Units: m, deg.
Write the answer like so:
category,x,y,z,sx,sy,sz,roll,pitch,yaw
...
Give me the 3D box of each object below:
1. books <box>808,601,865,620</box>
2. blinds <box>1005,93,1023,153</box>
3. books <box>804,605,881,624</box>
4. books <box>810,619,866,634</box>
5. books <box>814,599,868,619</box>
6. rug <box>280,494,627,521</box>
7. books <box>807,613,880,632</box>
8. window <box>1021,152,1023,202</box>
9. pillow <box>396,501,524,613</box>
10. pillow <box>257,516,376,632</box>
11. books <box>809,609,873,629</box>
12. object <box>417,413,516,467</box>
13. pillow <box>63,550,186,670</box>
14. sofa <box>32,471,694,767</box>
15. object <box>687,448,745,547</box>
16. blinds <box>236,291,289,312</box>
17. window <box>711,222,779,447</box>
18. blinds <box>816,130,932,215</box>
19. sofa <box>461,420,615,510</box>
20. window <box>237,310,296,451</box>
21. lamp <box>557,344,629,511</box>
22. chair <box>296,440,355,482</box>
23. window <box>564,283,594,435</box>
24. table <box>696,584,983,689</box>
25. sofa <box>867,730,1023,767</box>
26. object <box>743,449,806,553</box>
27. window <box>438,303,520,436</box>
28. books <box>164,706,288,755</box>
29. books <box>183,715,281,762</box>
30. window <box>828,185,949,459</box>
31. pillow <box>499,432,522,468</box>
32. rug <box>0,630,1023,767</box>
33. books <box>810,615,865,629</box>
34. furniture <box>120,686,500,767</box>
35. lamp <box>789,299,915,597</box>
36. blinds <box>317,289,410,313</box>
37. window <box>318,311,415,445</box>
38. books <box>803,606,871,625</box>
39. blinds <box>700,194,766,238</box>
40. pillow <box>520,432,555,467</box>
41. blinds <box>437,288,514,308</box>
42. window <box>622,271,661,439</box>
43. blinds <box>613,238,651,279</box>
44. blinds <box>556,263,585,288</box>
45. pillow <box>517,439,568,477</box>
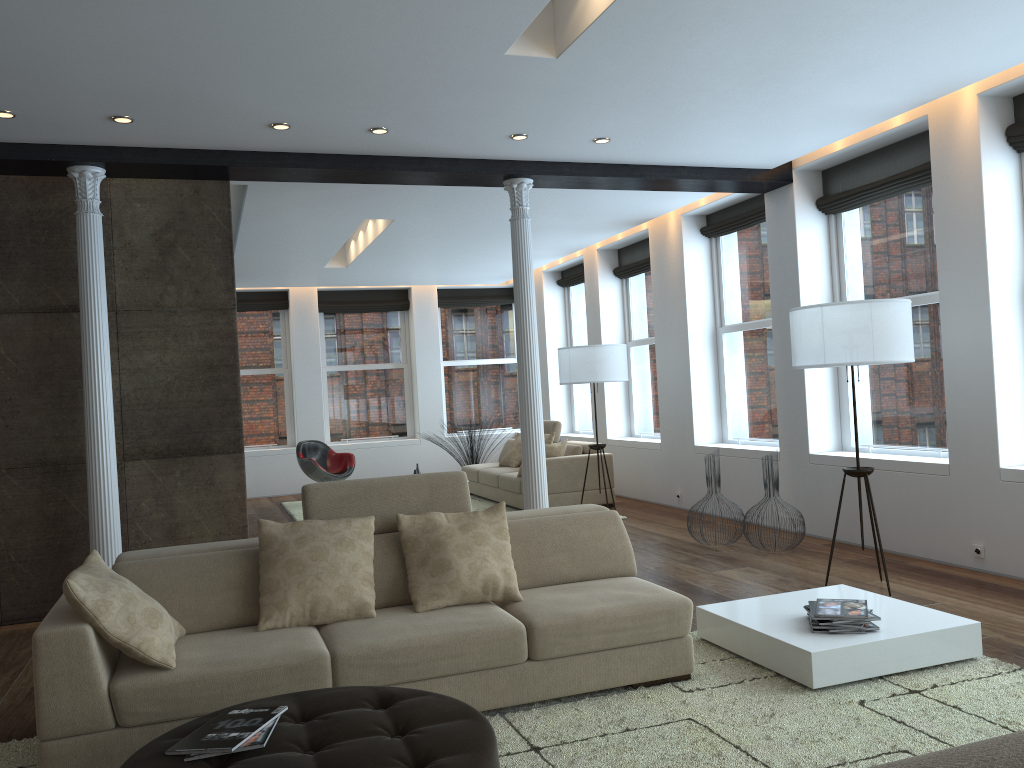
category,x,y,z,sx,sy,sz,roll,pitch,yaw
books,1.460,1.021,4.003,0.220,0.010,0.300,-3,-1,16
blinds,3.405,-1.639,4.922,0.156,0.424,1.439,-3,-1,-19
books,1.485,1.030,3.996,0.220,0.010,0.300,-3,-1,-4
books,1.464,1.079,4.003,0.220,0.010,0.300,-3,-1,16
books,1.484,1.010,3.997,0.220,0.010,0.300,-3,-1,21
rug,-0.963,1.456,10.261,2.972,0.020,4.231,-3,-1,-19
books,1.487,1.068,3.996,0.220,0.010,0.300,-3,-1,1
window,3.519,-0.636,4.935,0.123,2.400,1.442,-3,-1,-19
pillow,-0.243,0.776,4.030,0.519,0.416,0.368,-3,-1,-15
pillow,-0.837,0.797,3.837,0.534,0.439,0.301,-3,-1,-16
books,1.486,1.049,3.996,0.220,0.010,0.300,-4,-1,31
object,-0.586,0.938,12.305,1.119,1.014,1.125,-3,-1,-33
pillow,-1.475,0.850,3.362,0.395,0.393,0.518,-3,-1,-16
sofa,-0.586,0.913,3.906,2.581,0.950,1.021,-3,-1,-19
object,1.629,0.902,7.138,0.458,0.781,0.458,-3,-1,-20
blinds,-3.990,-1.202,12.948,1.412,0.307,0.156,-3,-1,-19
window,2.324,-0.538,8.380,0.123,2.400,1.391,-3,-1,-19
blinds,2.787,-1.595,6.653,0.183,0.395,1.431,-3,-1,-19
sofa,0.211,0.928,10.663,1.018,0.950,2.581,-3,-1,-19
window,-3.966,-0.143,13.025,1.420,2.400,0.123,-3,-1,-19
lamp,0.857,0.484,8.973,0.698,1.728,0.698,-3,-1,5
chair,-2.402,1.132,11.508,0.810,0.818,0.669,-3,-1,-40
window,1.057,-0.434,12.028,0.123,2.400,1.444,-3,-1,-19
table,1.501,1.169,4.187,0.900,0.170,0.900,-3,-1,-19
sofa,0.380,0.834,1.123,2.581,0.950,1.021,-3,-1,-19
object,1.987,0.879,6.769,0.458,0.781,0.458,-3,-1,-20
window,-0.506,-0.327,14.224,1.474,2.400,0.123,-3,-1,-19
books,-0.826,1.008,2.588,0.220,0.040,0.301,-3,-1,16
books,-0.800,1.014,2.581,0.219,0.031,0.300,-3,-1,-4
window,2.917,-0.587,6.669,0.123,2.400,1.432,-3,-1,-19
pillow,0.083,0.820,11.014,0.368,0.416,0.519,-3,-1,-24
rug,0.277,1.320,2.803,4.231,0.020,2.972,-3,-1,-19
books,1.462,1.060,4.003,0.220,0.010,0.300,-3,-1,16
furniture,-0.557,1.177,2.492,1.057,0.355,1.057,-3,-1,-17
lamp,2.099,0.383,5.395,0.698,1.728,0.698,-3,-1,5
blinds,-2.277,-1.265,13.544,1.422,0.363,0.156,-3,-1,-19
window,-2.250,-0.234,13.624,1.420,2.400,0.123,-3,-1,-19
books,1.461,1.041,4.003,0.220,0.010,0.300,-3,-1,6
blinds,2.204,-1.607,8.370,0.156,0.275,1.396,-3,-1,-19
pillow,0.299,0.792,10.428,0.301,0.439,0.534,-3,-1,-23
blinds,-0.551,-1.382,14.147,1.442,0.312,0.155,-3,-1,-19
window,1.646,-0.482,10.333,0.123,2.400,1.345,-3,-1,-19
blinds,1.530,-1.493,10.322,0.156,0.393,1.342,-3,-1,-19
blinds,0.939,-1.504,12.015,0.156,0.275,1.442,-3,-1,-19
pillow,0.325,0.805,9.632,0.518,0.393,0.395,-3,-1,-23
